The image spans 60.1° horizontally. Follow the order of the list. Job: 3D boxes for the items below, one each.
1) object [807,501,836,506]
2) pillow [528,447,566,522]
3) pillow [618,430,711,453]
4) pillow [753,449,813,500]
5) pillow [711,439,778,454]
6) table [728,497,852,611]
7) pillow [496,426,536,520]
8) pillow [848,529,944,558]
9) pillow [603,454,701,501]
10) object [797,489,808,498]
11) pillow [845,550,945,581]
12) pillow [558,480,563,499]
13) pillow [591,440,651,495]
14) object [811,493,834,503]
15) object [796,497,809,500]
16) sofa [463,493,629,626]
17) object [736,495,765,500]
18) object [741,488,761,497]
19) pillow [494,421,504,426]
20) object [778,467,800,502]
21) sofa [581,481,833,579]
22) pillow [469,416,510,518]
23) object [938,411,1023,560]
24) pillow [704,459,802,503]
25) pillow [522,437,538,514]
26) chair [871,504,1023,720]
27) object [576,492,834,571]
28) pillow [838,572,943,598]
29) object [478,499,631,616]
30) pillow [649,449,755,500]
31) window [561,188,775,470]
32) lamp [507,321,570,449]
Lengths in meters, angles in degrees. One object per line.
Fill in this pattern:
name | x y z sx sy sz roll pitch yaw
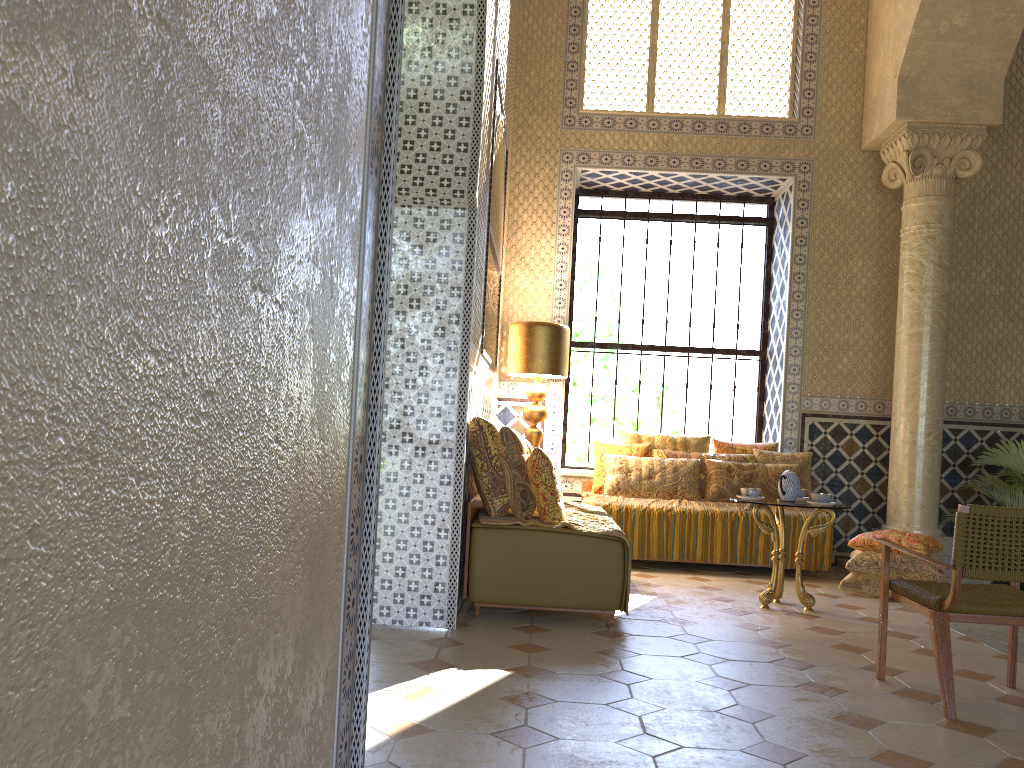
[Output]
object | 2.772 1.072 7.935 0.256 0.032 0.256 3 -3 -2
pillow | 0.286 0.852 7.295 0.345 0.651 0.685 3 -2 2
pillow | 1.935 1.031 11.250 1.192 0.832 0.422 3 -1 2
pillow | 3.367 1.168 10.983 0.741 0.693 0.341 3 -1 2
pillow | 2.969 1.116 11.273 0.855 0.800 0.393 3 -1 2
table | 2.545 1.582 8.222 1.099 0.980 1.103 2 -2 32
pillow | 0.035 0.753 7.447 0.383 0.780 0.835 3 -2 3
pillow | 4.059 1.700 9.352 0.803 0.310 0.749 1 -4 36
pillow | 1.712 1.156 10.799 1.191 0.546 0.329 3 -1 2
object | 2.747 1.069 8.571 0.184 0.100 0.183 3 -3 -9
pillow | 4.032 1.908 9.361 0.931 0.347 0.882 2 -3 22
pillow | 0.331 0.997 8.094 0.271 0.450 0.984 3 -3 2
pillow | 1.364 1.066 11.051 0.741 0.693 0.341 3 -1 2
object | 2.775 1.034 7.935 0.183 0.100 0.184 3 -3 -2
object | 2.745 1.107 8.571 0.256 0.032 0.256 4 -3 -19
sofa | 0.317 1.507 8.278 1.273 0.936 2.854 3 -3 2
object | 2.217 1.060 8.237 0.256 0.032 0.256 4 -3 -19
object | 2.219 1.022 8.236 0.184 0.100 0.183 4 -3 -17
pillow | -0.115 0.785 8.873 0.422 0.831 1.194 3 -2 2
object | 2.585 0.935 8.263 0.273 0.323 0.199 3 -1 -9
sofa | 2.265 1.753 10.752 2.849 0.937 1.275 3 -2 2
pillow | -0.156 0.714 7.678 0.422 0.831 1.194 3 -2 2
object | 6.432 1.506 10.027 2.643 2.501 2.165 3 -2 -11
pillow | 2.935 1.218 10.758 1.191 0.546 0.329 3 -1 2
pillow | 0.135 0.835 8.188 0.340 0.693 0.742 3 -2 3
chair | 2.817 1.318 5.391 0.950 1.209 0.907 3 -1 2
object | 2.224 1.739 10.690 2.885 0.717 1.316 3 -3 2
pillow | 4.041 2.111 9.369 0.990 0.368 1.045 2 -3 27
object | 0.378 1.501 8.263 1.314 0.717 2.890 3 -3 2
pillow | 2.368 1.146 10.996 1.341 0.615 0.370 3 -1 2
window | -0.663 -0.848 12.209 8.484 3.990 0.574 3 0 -2
lamp | 0.265 0.688 10.724 0.738 2.813 0.736 3 0 -29
